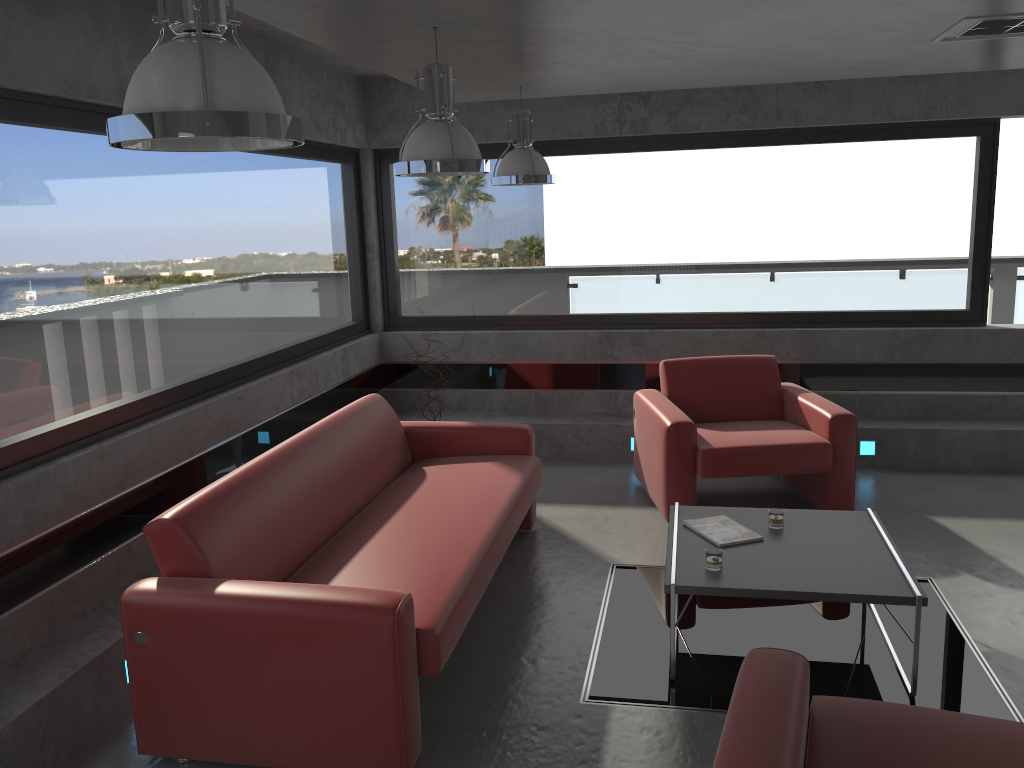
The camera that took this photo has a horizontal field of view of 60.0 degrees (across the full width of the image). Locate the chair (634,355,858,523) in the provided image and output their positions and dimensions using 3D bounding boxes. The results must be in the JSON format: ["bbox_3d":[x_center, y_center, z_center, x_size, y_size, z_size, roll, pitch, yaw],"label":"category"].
[{"bbox_3d":[1.477,0.311,5.783,1.196,0.854,1.130,-3,11,-3],"label":"chair"}]

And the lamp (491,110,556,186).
[{"bbox_3d":[0.063,-1.403,5.277,0.388,0.422,0.389,-2,11,1],"label":"lamp"}]

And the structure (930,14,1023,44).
[{"bbox_3d":[2.193,-1.673,3.850,0.563,0.240,0.563,0,11,11],"label":"structure"}]

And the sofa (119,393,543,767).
[{"bbox_3d":[-0.581,0.678,4.261,1.120,0.854,2.626,0,11,11],"label":"sofa"}]

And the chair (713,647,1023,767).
[{"bbox_3d":[1.062,1.061,1.990,1.196,0.854,1.130,2,12,21],"label":"chair"}]

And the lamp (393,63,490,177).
[{"bbox_3d":[-0.289,-1.055,3.547,0.389,0.422,0.388,0,11,11],"label":"lamp"}]

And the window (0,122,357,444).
[{"bbox_3d":[-2.054,-0.401,3.470,0.003,1.364,7.800,0,11,11],"label":"window"}]

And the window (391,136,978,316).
[{"bbox_3d":[1.190,-1.197,6.985,4.583,1.364,0.003,0,11,11],"label":"window"}]

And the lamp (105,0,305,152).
[{"bbox_3d":[-0.640,-0.707,1.816,0.389,0.422,0.388,0,11,11],"label":"lamp"}]

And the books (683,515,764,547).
[{"bbox_3d":[0.982,0.679,4.139,0.228,0.022,0.326,-6,12,-18],"label":"books"}]

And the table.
[{"bbox_3d":[1.205,0.919,3.997,0.994,0.436,1.018,0,11,11],"label":"table"}]

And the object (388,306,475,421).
[{"bbox_3d":[-0.581,0.096,6.313,0.531,1.289,0.466,3,12,24],"label":"object"}]

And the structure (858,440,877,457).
[{"bbox_3d":[2.580,0.466,6.435,0.123,0.123,0.004,0,11,11],"label":"structure"}]

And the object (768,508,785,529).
[{"bbox_3d":[1.245,0.634,4.177,0.079,0.077,0.079,2,12,19],"label":"object"}]

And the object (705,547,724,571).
[{"bbox_3d":[0.849,0.735,3.727,0.079,0.077,0.079,-3,11,-5],"label":"object"}]
